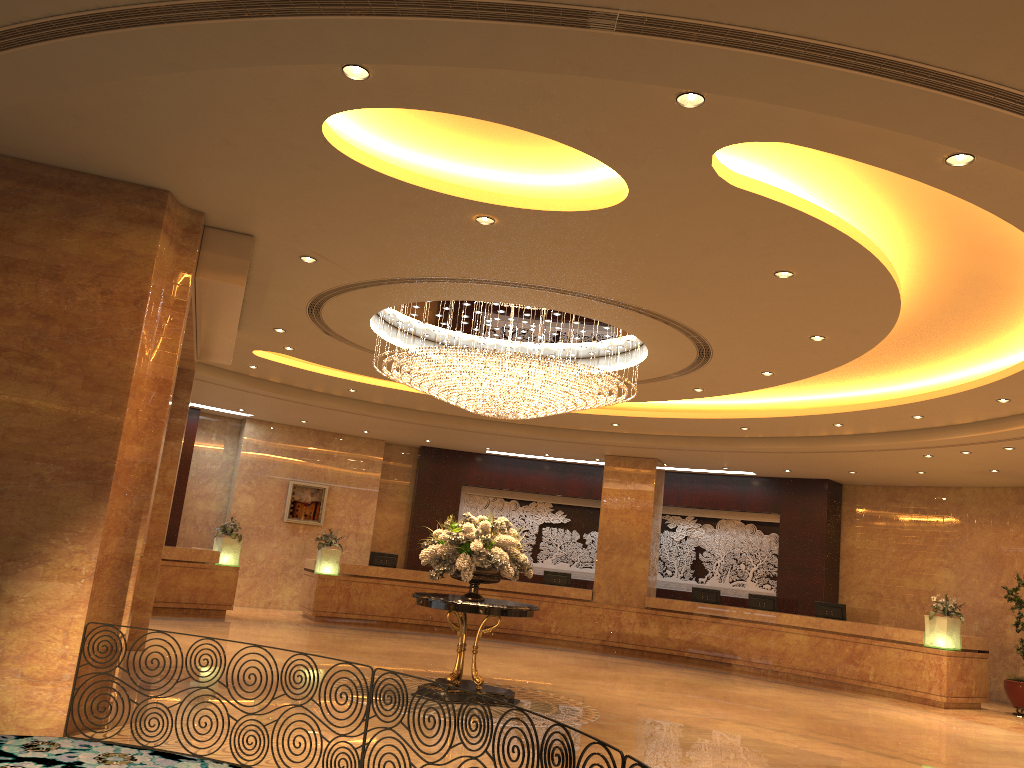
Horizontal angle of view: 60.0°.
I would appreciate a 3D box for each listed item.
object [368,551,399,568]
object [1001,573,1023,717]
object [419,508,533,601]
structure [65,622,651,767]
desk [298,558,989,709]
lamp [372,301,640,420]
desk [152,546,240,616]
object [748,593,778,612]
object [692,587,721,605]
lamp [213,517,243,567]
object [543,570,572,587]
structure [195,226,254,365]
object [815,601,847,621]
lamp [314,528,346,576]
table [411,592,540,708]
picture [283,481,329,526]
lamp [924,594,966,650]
[{"bbox_3d":[-2.715,3.794,18.631,0.531,0.500,0.430,2,-12,19],"label":"object"},{"bbox_3d":[8.600,4.266,14.636,1.250,2.363,0.843,15,-14,-36],"label":"object"},{"bbox_3d":[-0.394,2.007,10.378,1.277,0.999,1.318,4,-11,12],"label":"object"},{"bbox_3d":[-1.218,1.696,2.667,3.815,0.995,7.624,6,-11,0],"label":"structure"},{"bbox_3d":[2.020,4.721,17.465,12.951,1.155,3.466,3,-12,16],"label":"desk"},{"bbox_3d":[-0.072,-0.175,10.810,3.206,1.196,3.204,2,-12,19],"label":"lamp"},{"bbox_3d":[-7.103,3.275,15.253,1.570,1.155,5.227,-2,-14,36],"label":"desk"},{"bbox_3d":[4.935,4.403,17.447,0.430,0.500,0.531,9,-12,-15],"label":"object"},{"bbox_3d":[3.944,4.411,18.040,0.430,0.500,0.531,11,-12,-21],"label":"object"},{"bbox_3d":[-5.404,2.965,16.812,0.570,0.923,0.580,11,-12,-21],"label":"lamp"},{"bbox_3d":[0.953,4.264,18.961,0.531,0.500,0.430,-4,-15,43],"label":"object"},{"bbox_3d":[-3.217,-0.823,9.785,0.425,0.483,4.113,10,-12,-18],"label":"structure"},{"bbox_3d":[5.967,4.354,16.628,0.430,0.500,0.531,8,-11,-10],"label":"object"},{"bbox_3d":[-3.702,3.365,17.878,0.577,0.925,0.542,9,-12,-16],"label":"lamp"},{"bbox_3d":[-0.478,3.023,10.153,1.493,1.089,1.493,11,-12,-24],"label":"table"},{"bbox_3d":[-4.554,2.647,19.650,0.875,0.890,0.068,12,-12,-26],"label":"picture"},{"bbox_3d":[7.187,3.910,14.642,0.532,0.897,0.606,15,-14,-38],"label":"lamp"}]
